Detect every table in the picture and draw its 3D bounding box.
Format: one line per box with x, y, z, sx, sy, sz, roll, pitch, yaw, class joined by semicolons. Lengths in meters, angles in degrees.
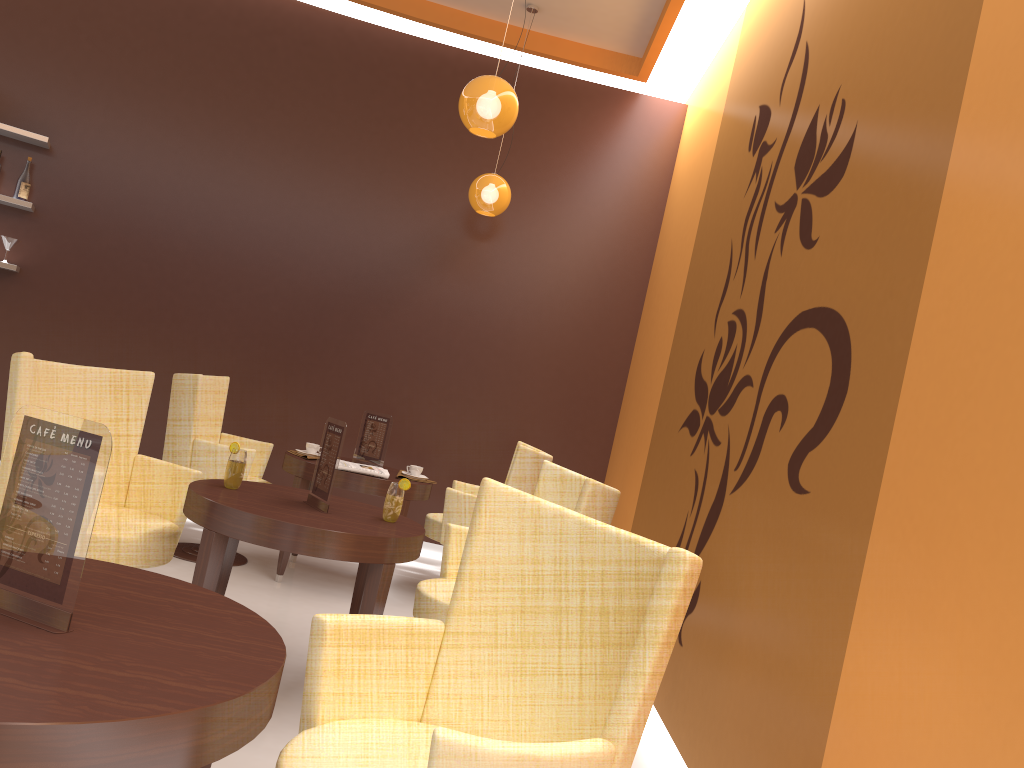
-0.821;0.785;3.278;0.872;0.679;0.874;12;-2;31;table
-0.964;0.818;5.186;0.872;0.679;0.874;11;-2;36;table
-0.883;0.708;1.447;0.872;0.679;0.874;11;-2;36;table

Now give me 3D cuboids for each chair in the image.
-1.699;0.475;5.104;0.685;1.017;0.729;13;-2;-4;chair
-0.099;0.721;1.719;0.685;1.017;0.729;14;-2;-33;chair
-1.576;0.441;3.319;0.685;1.017;0.729;12;-2;16;chair
-0.183;0.831;5.461;0.685;1.017;0.729;13;-2;-1;chair
-0.021;0.798;3.427;0.685;1.017;0.729;13;-2;-13;chair

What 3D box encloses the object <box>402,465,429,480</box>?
-0.568;0.520;5.232;0.153;0.069;0.153;13;-2;-17;object

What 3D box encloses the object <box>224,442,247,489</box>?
-1.024;0.303;3.284;0.072;0.171;0.067;13;-2;-18;object

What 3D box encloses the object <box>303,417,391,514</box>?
-0.738;0.317;4.249;0.187;0.335;2.090;13;-2;-4;object

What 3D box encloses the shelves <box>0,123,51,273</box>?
-4.945;-1.635;4.437;4.744;0.902;0.586;15;-3;-44;shelves

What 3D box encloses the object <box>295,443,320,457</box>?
-1.164;0.382;5.151;0.153;0.069;0.153;12;-2;26;object

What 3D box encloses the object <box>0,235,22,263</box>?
-3.349;-0.884;5.887;0.137;0.174;0.137;14;-2;-26;object

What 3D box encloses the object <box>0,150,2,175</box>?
-3.393;-1.392;5.815;0.073;0.297;0.073;11;-2;37;object

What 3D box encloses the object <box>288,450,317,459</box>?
-1.189;0.406;5.146;0.239;0.021;0.464;12;-2;13;object

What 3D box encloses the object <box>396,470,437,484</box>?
-0.557;0.552;5.225;0.239;0.021;0.464;13;-2;-5;object

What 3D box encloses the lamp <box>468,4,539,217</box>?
-0.019;-1.919;6.210;0.299;1.500;0.299;13;-2;-1;lamp

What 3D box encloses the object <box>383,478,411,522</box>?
-0.443;0.437;3.357;0.072;0.171;0.067;15;-3;-43;object

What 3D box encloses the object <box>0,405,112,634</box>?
-0.771;0.213;1.454;0.209;0.335;0.042;12;-2;17;object

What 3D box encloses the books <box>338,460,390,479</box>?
-0.869;0.465;4.938;0.367;0.035;0.345;13;-2;-11;books

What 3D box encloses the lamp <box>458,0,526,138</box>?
0.020;-1.972;4.411;0.299;1.500;0.299;11;-3;42;lamp

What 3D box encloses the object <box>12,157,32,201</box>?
-3.239;-1.359;5.894;0.086;0.303;0.086;12;-2;13;object

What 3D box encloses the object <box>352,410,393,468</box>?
-0.822;0.332;5.243;0.209;0.335;0.042;12;-2;22;object
